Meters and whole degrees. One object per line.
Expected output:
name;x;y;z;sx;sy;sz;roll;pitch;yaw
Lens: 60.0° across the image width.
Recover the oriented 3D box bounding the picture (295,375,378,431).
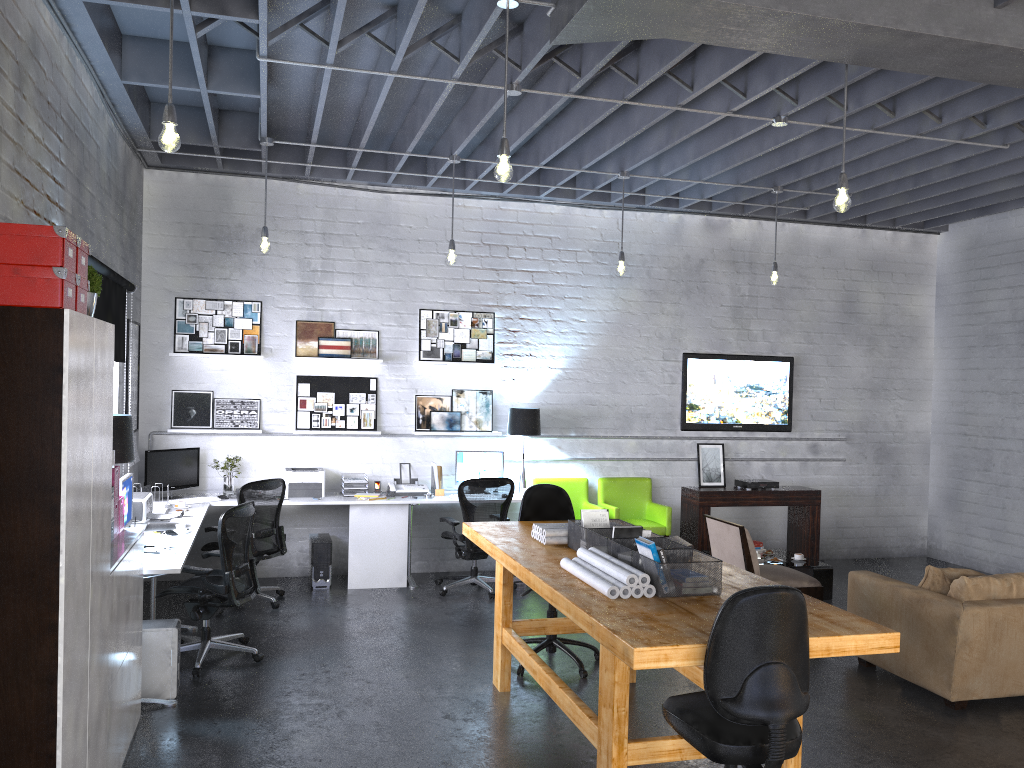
picture;-1.636;0.180;8.292;0.749;0.503;0.058;1;1;-16

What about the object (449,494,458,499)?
object;-0.356;1.038;8.190;0.422;0.028;0.181;1;0;-21

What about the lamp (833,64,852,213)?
lamp;1.756;-1.346;4.685;0.104;0.878;0.104;1;1;-16

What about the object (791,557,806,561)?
object;2.629;1.607;8.131;0.131;0.016;0.131;1;0;-9

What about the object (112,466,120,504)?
object;-2.097;0.506;4.452;0.214;0.177;0.161;1;1;-15

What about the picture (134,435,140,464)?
picture;-3.212;0.557;7.569;0.036;0.221;0.289;1;0;-16

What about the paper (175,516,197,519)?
paper;-2.432;0.997;6.611;0.159;0.001;0.115;1;0;-27

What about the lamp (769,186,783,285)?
lamp;2.381;-1.331;8.001;0.104;0.878;0.104;2;1;28

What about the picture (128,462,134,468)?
picture;-3.119;0.559;7.234;0.036;0.221;0.289;1;0;-16

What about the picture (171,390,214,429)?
picture;-2.871;0.228;7.959;0.355;0.343;0.042;1;1;-16

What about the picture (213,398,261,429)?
picture;-2.500;0.271;8.060;0.410;0.277;0.036;1;1;-16

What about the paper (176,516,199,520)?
paper;-2.426;0.998;6.607;0.159;0.001;0.115;1;0;-28

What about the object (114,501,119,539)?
object;-2.102;0.683;4.455;0.214;0.177;0.161;1;1;-15

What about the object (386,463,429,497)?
object;-0.995;0.895;8.313;0.405;0.280;0.399;1;0;-16

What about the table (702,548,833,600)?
table;2.344;1.758;8.221;0.873;0.300;0.873;1;0;-12

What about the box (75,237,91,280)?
box;-1.618;-0.439;3.055;0.268;0.133;0.206;1;0;-16

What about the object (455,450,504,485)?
object;-0.319;0.844;8.493;0.465;0.417;0.212;1;1;-11

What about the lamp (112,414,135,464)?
lamp;-2.273;0.586;4.921;0.333;0.832;0.333;2;1;36

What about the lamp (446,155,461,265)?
lamp;-0.481;-1.405;7.206;0.104;0.878;0.104;1;1;-16

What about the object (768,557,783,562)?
object;2.393;1.593;8.061;0.137;0.031;0.137;2;0;10

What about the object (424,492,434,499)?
object;-0.759;1.016;8.096;0.095;0.050;0.095;2;0;43

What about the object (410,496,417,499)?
object;-0.892;1.030;8.044;0.076;0.016;0.017;2;0;34

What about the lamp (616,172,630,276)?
lamp;0.947;-1.368;7.603;0.104;0.878;0.104;1;1;-16

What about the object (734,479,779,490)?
object;2.561;1.052;9.287;0.371;0.082;0.266;1;0;-16

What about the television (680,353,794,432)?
television;2.398;0.098;9.399;1.324;0.816;0.021;1;1;-16

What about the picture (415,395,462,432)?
picture;-0.710;0.283;8.547;0.452;0.345;0.054;1;1;-16

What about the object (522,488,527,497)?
object;0.128;1.023;8.295;0.069;0.083;0.090;1;0;-16

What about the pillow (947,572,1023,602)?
pillow;2.993;1.357;5.523;0.704;0.402;0.291;1;1;-16

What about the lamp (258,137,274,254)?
lamp;-1.892;-1.442;6.814;0.104;0.878;0.104;1;1;-16

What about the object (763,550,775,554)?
object;2.423;1.590;8.435;0.151;0.040;0.151;1;0;2

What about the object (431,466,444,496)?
object;-0.702;0.913;8.389;0.087;0.259;0.236;1;1;-16

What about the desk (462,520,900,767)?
desk;0.577;1.399;4.651;1.115;0.926;2.831;1;0;-16

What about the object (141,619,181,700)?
object;-2.162;1.585;5.083;0.478;0.411;0.200;1;1;-16

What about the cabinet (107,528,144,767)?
cabinet;-2.063;1.283;4.172;0.465;1.021;1.151;1;0;-16

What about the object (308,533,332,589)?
object;-1.735;1.596;8.017;0.180;0.411;0.476;1;0;-16

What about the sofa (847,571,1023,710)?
sofa;3.546;1.625;5.935;2.330;0.629;1.104;1;0;-16

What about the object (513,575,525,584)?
object;0.007;1.641;8.419;0.180;0.411;0.476;1;0;-16

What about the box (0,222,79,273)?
box;-1.562;-0.436;2.855;0.270;0.131;0.206;1;0;-16

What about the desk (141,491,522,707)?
desk;-1.172;1.424;6.770;3.575;0.785;3.297;1;0;-16

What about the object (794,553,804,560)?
object;2.631;1.584;8.133;0.077;0.052;0.081;2;0;33

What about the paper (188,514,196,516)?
paper;-2.492;0.996;6.724;0.159;0.001;0.115;1;0;-32

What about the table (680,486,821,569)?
table;2.495;1.501;9.290;1.410;0.820;0.403;1;1;-16

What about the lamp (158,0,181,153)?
lamp;-1.458;-1.430;3.792;0.104;0.878;0.104;1;1;-16

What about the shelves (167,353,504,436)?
shelves;-1.569;0.112;8.235;3.024;0.694;0.199;1;1;-16

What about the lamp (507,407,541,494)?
lamp;0.111;0.648;8.579;0.333;0.832;0.333;2;1;36

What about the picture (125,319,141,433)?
picture;-3.156;-0.056;7.382;0.020;0.935;0.658;1;1;-16

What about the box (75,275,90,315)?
box;-1.621;-0.308;3.058;0.270;0.131;0.206;1;0;-16

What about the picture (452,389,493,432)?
picture;-0.387;0.260;8.645;0.410;0.408;0.047;1;1;-16

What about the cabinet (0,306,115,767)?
cabinet;-1.678;0.780;3.191;0.291;2.047;0.873;1;1;-16

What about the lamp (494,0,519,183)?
lamp;-0.030;-1.393;4.189;0.104;0.878;0.104;1;1;-16

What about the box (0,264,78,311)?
box;-1.565;-0.306;2.857;0.270;0.131;0.206;1;0;-16

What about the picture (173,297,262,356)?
picture;-2.648;-0.515;7.994;0.749;0.503;0.058;1;1;-16

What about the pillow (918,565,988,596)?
pillow;2.802;1.351;5.690;0.523;0.403;0.319;2;1;4
